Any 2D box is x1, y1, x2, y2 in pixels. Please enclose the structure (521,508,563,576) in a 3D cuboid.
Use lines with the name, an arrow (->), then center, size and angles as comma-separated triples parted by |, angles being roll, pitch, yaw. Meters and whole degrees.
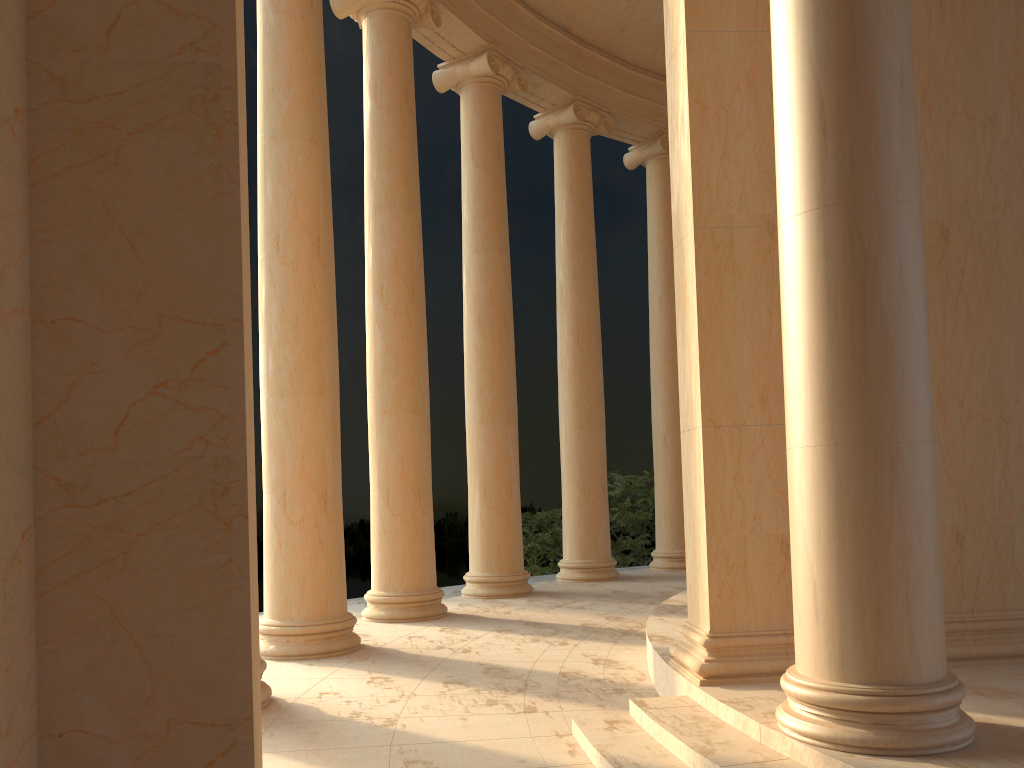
structure -> 42.096, 308.004, 1514.368 | 149.287, 187.728, 156.211 | -2, -4, 7

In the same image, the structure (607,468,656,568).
structure -> 229.943, 299.175, 1601.538 | 247.120, 298.539, 238.602 | -2, -4, -2
